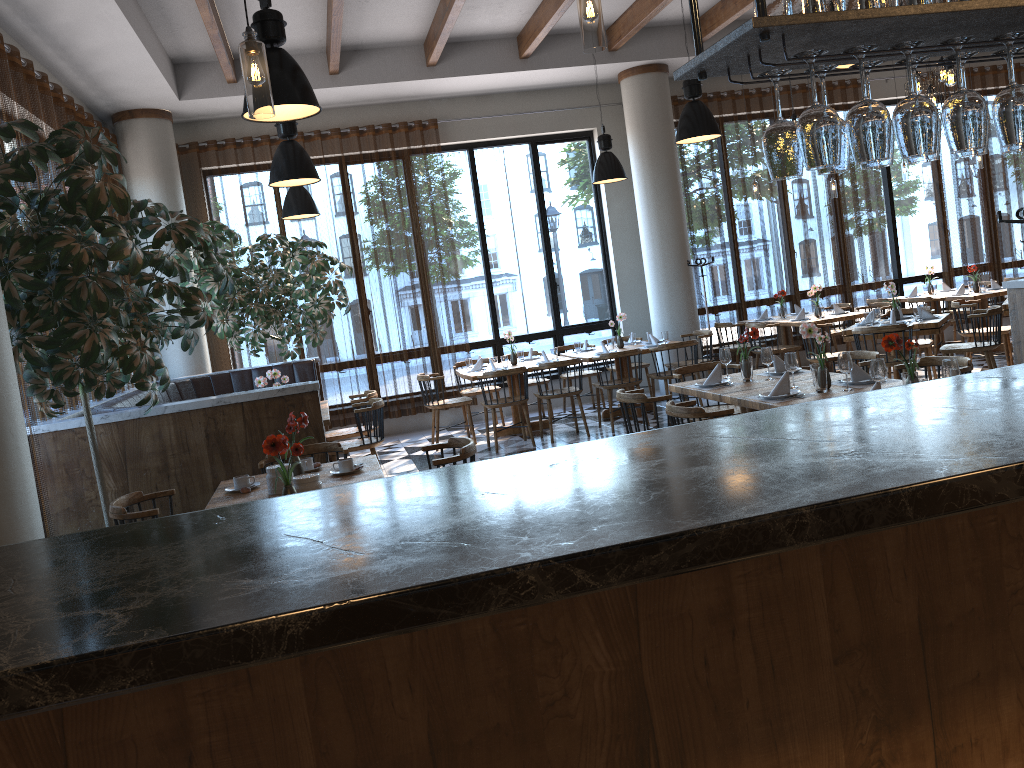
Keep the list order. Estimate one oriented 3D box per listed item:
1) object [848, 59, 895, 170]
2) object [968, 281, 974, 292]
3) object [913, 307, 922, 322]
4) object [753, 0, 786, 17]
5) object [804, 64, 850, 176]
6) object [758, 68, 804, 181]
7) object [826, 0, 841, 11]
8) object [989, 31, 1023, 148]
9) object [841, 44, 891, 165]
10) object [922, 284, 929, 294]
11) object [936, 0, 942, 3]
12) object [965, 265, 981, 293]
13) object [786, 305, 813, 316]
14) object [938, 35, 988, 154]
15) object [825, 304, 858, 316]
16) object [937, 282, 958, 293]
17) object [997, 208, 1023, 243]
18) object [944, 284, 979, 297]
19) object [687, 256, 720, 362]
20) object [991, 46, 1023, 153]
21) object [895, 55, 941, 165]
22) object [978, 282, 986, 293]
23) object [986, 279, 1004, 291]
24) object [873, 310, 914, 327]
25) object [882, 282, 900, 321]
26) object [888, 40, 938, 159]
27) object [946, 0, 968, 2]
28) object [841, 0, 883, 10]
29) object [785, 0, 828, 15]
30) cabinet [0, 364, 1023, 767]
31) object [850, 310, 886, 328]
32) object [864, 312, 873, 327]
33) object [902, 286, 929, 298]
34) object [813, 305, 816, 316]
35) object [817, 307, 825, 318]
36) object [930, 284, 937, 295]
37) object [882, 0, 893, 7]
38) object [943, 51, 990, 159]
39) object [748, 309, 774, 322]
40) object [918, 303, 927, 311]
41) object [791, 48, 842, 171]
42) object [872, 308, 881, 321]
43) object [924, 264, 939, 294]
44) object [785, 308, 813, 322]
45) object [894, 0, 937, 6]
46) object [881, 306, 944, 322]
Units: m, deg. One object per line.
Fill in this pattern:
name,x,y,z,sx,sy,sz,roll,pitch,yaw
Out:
object,0.752,-0.560,1.853,0.081,0.215,0.081,-9,4,-20
object,5.834,-1.236,11.246,0.080,0.132,0.080,-10,5,-27
object,3.829,-0.653,8.351,0.080,0.132,0.080,-4,6,43
object,0.528,-0.744,1.798,0.080,0.132,0.080,-7,4,18
object,0.652,-0.544,1.832,0.081,0.215,0.081,-9,4,-20
object,0.549,-0.528,1.810,0.081,0.215,0.081,-9,4,-20
object,0.642,-0.762,1.822,0.080,0.132,0.080,-7,4,18
object,1.002,-0.587,1.770,0.081,0.215,0.081,-9,4,-20
object,0.680,-0.535,1.702,0.081,0.215,0.081,-9,4,-20
object,5.650,-1.299,12.094,0.080,0.132,0.080,-6,5,23
object,0.870,-0.799,1.871,0.080,0.132,0.080,-7,4,18
object,5.721,-1.307,10.994,0.171,0.354,0.156,-11,5,-33
object,3.731,-0.971,11.479,0.272,0.137,0.352,-9,6,-12
object,0.887,-0.568,1.746,0.081,0.215,0.081,-9,4,-20
object,3.920,-0.906,10.611,0.272,0.137,0.352,-9,6,-12
object,5.857,-1.314,11.931,0.272,0.137,0.352,-9,6,-12
object,3.400,-0.317,5.724,0.376,1.654,0.374,-10,4,-34
object,5.531,-1.165,10.948,0.272,0.137,0.352,-9,6,-12
object,2.395,-0.708,10.778,0.376,1.654,0.374,-10,4,-29
object,1.089,-0.615,1.924,0.081,0.215,0.081,-9,4,-20
object,0.859,-0.578,1.876,0.081,0.215,0.081,-9,4,-20
object,5.745,-1.179,10.822,0.080,0.132,0.080,-10,5,-27
object,6.046,-1.249,11.063,0.272,0.137,0.352,-9,6,-12
object,3.610,-0.632,8.419,0.351,0.137,0.274,-4,7,33
object,3.702,-0.801,8.641,0.146,0.399,0.207,-7,4,8
object,0.780,-0.551,1.723,0.081,0.215,0.081,-9,4,-20
object,0.896,-0.790,1.751,0.080,0.132,0.080,-7,4,18
object,0.668,-0.753,1.702,0.080,0.132,0.080,-7,4,18
object,0.554,-0.735,1.678,0.080,0.132,0.080,-7,4,18
cabinet,0.950,0.777,0.931,6.001,1.162,3.034,-9,6,-12
object,3.526,-0.659,8.788,0.271,0.137,0.353,-4,7,33
object,3.455,-0.625,8.580,0.080,0.132,0.080,-11,5,-37
object,5.343,-1.230,11.816,0.272,0.137,0.352,-9,6,-12
object,3.711,-0.893,10.795,0.080,0.132,0.080,-10,5,-27
object,3.622,-0.836,10.370,0.080,0.132,0.080,-10,5,-27
object,5.560,-1.243,11.670,0.080,0.132,0.080,-6,5,23
object,0.756,-0.780,1.847,0.080,0.132,0.080,-7,4,18
object,0.974,-0.596,1.900,0.081,0.215,0.081,-9,4,-20
object,3.217,-0.887,11.364,0.272,0.137,0.352,-9,6,-12
object,4.048,-0.722,8.718,0.080,0.132,0.080,-4,6,43
object,0.578,-0.518,1.680,0.081,0.215,0.081,-9,4,-20
object,3.685,-0.696,8.954,0.080,0.132,0.080,-11,5,-37
object,5.614,-1.406,11.864,0.146,0.399,0.207,-8,4,-8
object,3.406,-0.822,10.496,0.272,0.137,0.352,-9,6,-12
object,0.782,-0.771,1.726,0.080,0.132,0.080,-7,4,18
object,3.904,-0.701,8.682,0.581,0.137,0.580,-4,7,33
